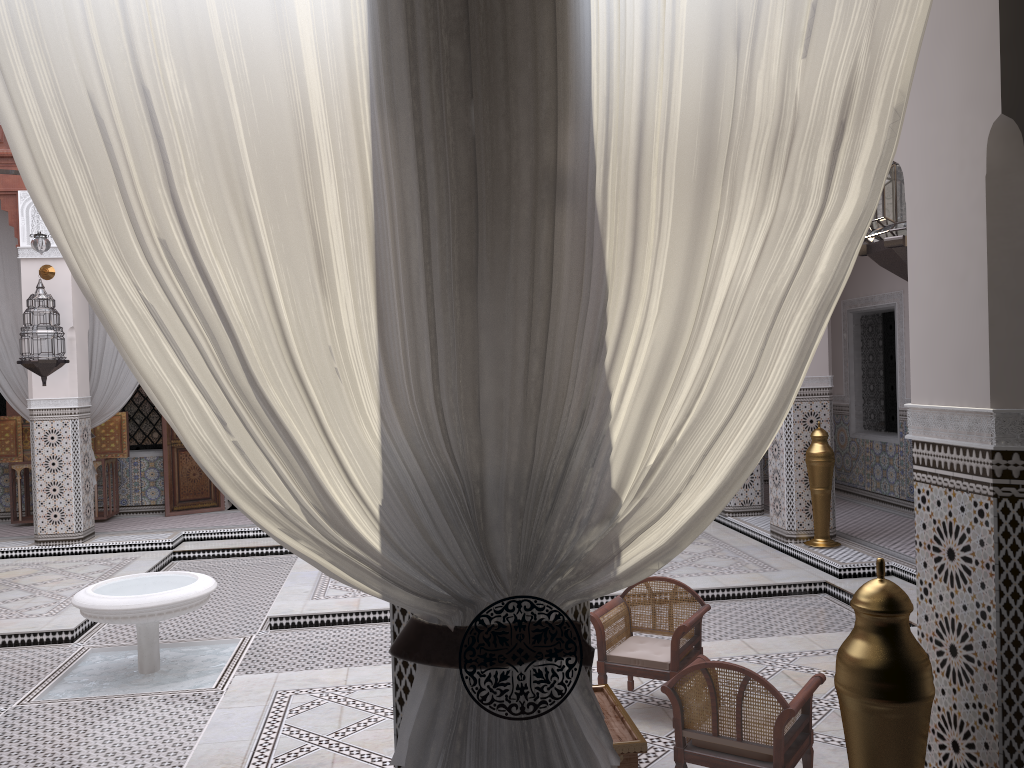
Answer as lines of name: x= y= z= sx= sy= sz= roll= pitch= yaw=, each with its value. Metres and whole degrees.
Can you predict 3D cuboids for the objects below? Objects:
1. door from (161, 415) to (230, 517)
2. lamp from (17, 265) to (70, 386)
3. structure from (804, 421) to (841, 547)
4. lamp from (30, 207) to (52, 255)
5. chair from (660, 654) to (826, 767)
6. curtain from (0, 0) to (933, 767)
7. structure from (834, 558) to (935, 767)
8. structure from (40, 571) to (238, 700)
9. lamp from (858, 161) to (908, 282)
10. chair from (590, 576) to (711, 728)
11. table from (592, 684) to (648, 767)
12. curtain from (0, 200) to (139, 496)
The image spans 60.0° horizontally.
door: x=-1.510 y=0.040 z=5.571 sx=1.244 sy=1.461 sz=0.419 roll=-2 pitch=1 yaw=-7
lamp: x=-2.316 y=-0.298 z=4.369 sx=0.216 sy=0.618 sz=0.217 roll=-2 pitch=1 yaw=-7
structure: x=1.352 y=0.433 z=3.883 sx=0.156 sy=0.539 sz=0.156 roll=-1 pitch=1 yaw=43
lamp: x=-2.090 y=-0.754 z=3.926 sx=0.090 sy=0.371 sz=0.091 roll=-1 pitch=1 yaw=28
chair: x=0.451 y=0.668 z=1.721 sx=0.263 sy=0.313 sz=0.208 roll=-1 pitch=1 yaw=33
curtain: x=-0.030 y=-0.171 z=0.939 sx=1.304 sy=1.761 sz=0.137 roll=-2 pitch=1 yaw=-7
structure: x=0.497 y=0.500 z=1.180 sx=0.156 sy=0.539 sz=0.156 roll=-2 pitch=1 yaw=10
structure: x=-1.175 y=0.799 z=2.857 sx=0.528 sy=0.310 sz=0.501 roll=-2 pitch=1 yaw=-7
lamp: x=0.683 y=-0.383 z=1.447 sx=0.216 sy=0.552 sz=0.221 roll=-2 pitch=1 yaw=-7
chair: x=0.350 y=0.664 z=2.240 sx=0.263 sy=0.313 sz=0.208 roll=-1 pitch=1 yaw=29
table: x=0.132 y=0.762 z=1.882 sx=0.229 sy=0.142 sz=0.330 roll=-2 pitch=1 yaw=-7
curtain: x=-2.378 y=-0.155 z=4.747 sx=1.304 sy=1.761 sz=0.048 roll=-2 pitch=1 yaw=-7
